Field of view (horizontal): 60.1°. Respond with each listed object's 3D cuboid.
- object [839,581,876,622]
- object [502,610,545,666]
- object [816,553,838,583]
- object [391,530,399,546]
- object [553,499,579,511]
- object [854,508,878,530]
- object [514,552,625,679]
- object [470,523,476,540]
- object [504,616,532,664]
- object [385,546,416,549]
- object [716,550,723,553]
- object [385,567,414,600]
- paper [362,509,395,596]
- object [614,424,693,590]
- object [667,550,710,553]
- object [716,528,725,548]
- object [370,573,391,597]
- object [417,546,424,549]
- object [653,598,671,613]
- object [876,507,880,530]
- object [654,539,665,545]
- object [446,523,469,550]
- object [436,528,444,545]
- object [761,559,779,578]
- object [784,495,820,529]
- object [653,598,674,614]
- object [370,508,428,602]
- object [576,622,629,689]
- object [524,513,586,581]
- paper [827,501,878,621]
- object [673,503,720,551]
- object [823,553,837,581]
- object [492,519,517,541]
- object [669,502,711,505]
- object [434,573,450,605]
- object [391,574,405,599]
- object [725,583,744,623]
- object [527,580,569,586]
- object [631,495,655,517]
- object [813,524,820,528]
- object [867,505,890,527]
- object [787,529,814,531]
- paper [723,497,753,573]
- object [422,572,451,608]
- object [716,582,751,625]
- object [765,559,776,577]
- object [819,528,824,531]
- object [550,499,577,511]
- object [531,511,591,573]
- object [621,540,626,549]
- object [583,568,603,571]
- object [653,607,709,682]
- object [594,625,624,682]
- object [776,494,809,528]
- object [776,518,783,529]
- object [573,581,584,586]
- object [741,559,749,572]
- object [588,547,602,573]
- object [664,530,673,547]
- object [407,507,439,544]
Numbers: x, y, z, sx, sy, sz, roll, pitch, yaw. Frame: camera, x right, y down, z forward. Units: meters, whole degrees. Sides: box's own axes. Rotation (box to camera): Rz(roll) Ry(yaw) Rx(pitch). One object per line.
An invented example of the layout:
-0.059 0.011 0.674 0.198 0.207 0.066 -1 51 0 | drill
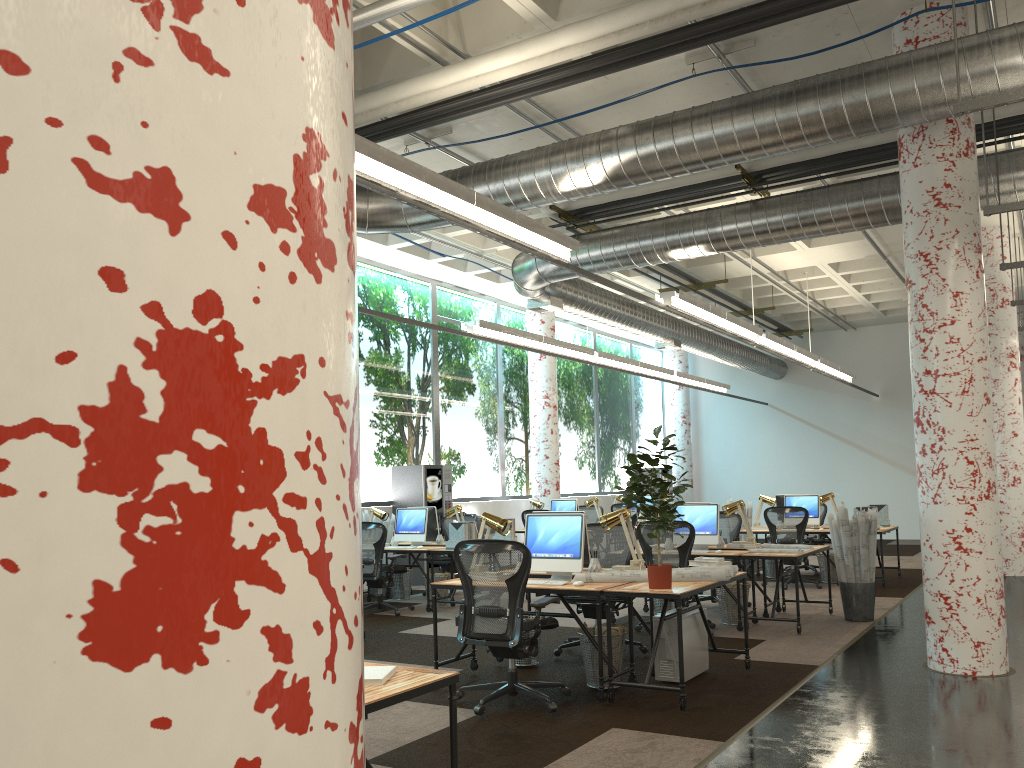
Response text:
3.498 2.191 8.940 0.353 0.397 0.354 0 -5 -13 | object
0.094 2.022 7.110 0.359 0.433 0.354 -4 -6 28 | object
4.407 2.526 12.276 0.359 0.433 0.354 -4 -6 28 | object
-1.497 1.964 11.283 0.101 0.208 0.102 -1 -4 -13 | object
0.907 2.196 15.037 0.484 0.483 0.190 -5 -5 32 | object
4.706 1.802 11.801 0.281 0.301 0.150 -5 -5 32 | object
0.408 1.687 6.464 0.849 0.930 0.105 -4 -4 27 | object
-0.547 1.802 10.530 0.281 0.301 0.150 -5 -5 32 | object
0.049 2.029 7.045 0.235 0.402 0.120 -4 -5 32 | object
-1.377 2.008 10.874 0.440 0.017 0.119 -6 -8 31 | object
2.052 1.657 8.763 0.059 0.029 0.106 -5 -8 32 | object
-1.470 2.630 11.740 0.353 0.433 0.370 0 -5 -23 | object
-1.849 2.313 12.217 0.441 1.194 0.413 -2 -4 10 | paper
0.927 0.799 5.809 0.514 1.074 0.440 -3 -4 22 | object
1.777 1.692 8.941 0.440 0.017 0.119 -6 -8 31 | object
2.224 1.647 9.480 0.101 0.208 0.102 -1 -4 -13 | object
-1.814 2.722 12.192 0.353 0.397 0.354 2 -6 -39 | object
-1.102 1.973 10.696 0.059 0.029 0.106 -5 -8 32 | object
1.640 2.321 9.741 0.235 0.402 0.120 -4 -5 32 | object
4.783 1.814 11.926 0.281 0.301 0.150 -5 -5 32 | object
2.881 3.125 17.026 0.359 0.433 0.354 -4 -6 28 | object
-0.625 1.790 10.404 0.281 0.301 0.150 -5 -5 32 | object
-0.930 1.963 11.413 0.101 0.208 0.102 -1 -4 -13 | object
3.862 2.642 13.136 0.359 0.433 0.354 -4 -6 28 | object
4.086 1.805 12.461 0.484 0.483 0.190 -5 -5 32 | object
1.686 2.314 9.806 0.359 0.433 0.354 -4 -6 28 | object
-1.486 2.178 11.198 1.080 1.204 0.191 -5 -5 32 | object
0.639 1.906 6.250 0.359 0.433 0.354 -4 -6 28 | object
0.318 1.185 6.435 0.484 0.483 0.190 -5 -5 32 | object
3.462 1.782 8.965 0.441 1.194 0.413 -2 -4 10 | paper
1.909 1.477 9.131 0.484 0.483 0.190 -5 -5 32 | object
4.453 2.546 12.339 0.235 0.402 0.120 -4 -5 32 | object
-0.093 1.875 11.263 0.281 0.301 0.150 -5 -5 32 | object
1.964 1.544 9.717 0.484 0.483 0.190 -5 -5 32 | object
-0.878 2.533 10.943 0.235 0.402 0.120 -4 -5 32 | object
-1.514 2.637 11.674 0.235 0.402 0.120 -4 -5 32 | object
2.276 2.218 9.010 0.235 0.402 0.120 -4 -5 32 | object
0.185 1.400 6.245 0.440 0.017 0.119 -6 -8 31 | object
2.560 2.404 17.211 0.484 0.483 0.190 -5 -5 32 | object
4.401 1.975 12.810 0.101 0.208 0.102 -1 -4 -13 | object
5.237 1.887 12.660 0.281 0.301 0.150 -5 -5 32 | object
3.953 2.020 12.270 0.440 0.017 0.119 -6 -8 31 | object
3.481 2.325 13.614 0.441 1.194 0.413 -2 -4 10 | paper
-0.924 2.514 10.879 0.359 0.433 0.354 -4 -6 28 | object
2.230 2.198 8.946 0.359 0.433 0.354 -4 -6 28 | object
3.817 2.649 13.071 0.235 0.402 0.120 -4 -5 32 | object
4.228 1.985 12.093 0.059 0.029 0.106 -5 -8 32 | object
0.851 2.129 14.451 0.484 0.483 0.190 -5 -5 32 | object
0.373 1.252 7.021 0.484 0.483 0.190 -5 -5 32 | object
2.336 3.241 17.886 0.359 0.433 0.354 -4 -6 28 | object
0.518 1.500 7.182 0.440 0.017 0.119 -6 -8 31 | object
1.257 1.917 6.554 0.221 0.453 0.542 -4 -6 31 | object
0.685 1.926 6.314 0.235 0.402 0.120 -4 -5 32 | object
4.141 1.872 13.047 0.484 0.483 0.190 -5 -5 32 | object
3.834 1.976 12.680 0.101 0.208 0.102 -1 -4 -13 | object
0.460 1.365 6.067 0.059 0.029 0.106 -5 -8 32 | object
3.517 2.734 13.588 0.353 0.397 0.354 0 -5 -13 | object
0.633 1.355 6.784 0.101 0.208 0.102 -1 -4 -13 | object
1.657 1.648 9.350 0.101 0.208 0.102 -1 -4 -13 | object
-1.190 1.860 11.650 0.484 0.483 0.190 -5 -5 32 | object
